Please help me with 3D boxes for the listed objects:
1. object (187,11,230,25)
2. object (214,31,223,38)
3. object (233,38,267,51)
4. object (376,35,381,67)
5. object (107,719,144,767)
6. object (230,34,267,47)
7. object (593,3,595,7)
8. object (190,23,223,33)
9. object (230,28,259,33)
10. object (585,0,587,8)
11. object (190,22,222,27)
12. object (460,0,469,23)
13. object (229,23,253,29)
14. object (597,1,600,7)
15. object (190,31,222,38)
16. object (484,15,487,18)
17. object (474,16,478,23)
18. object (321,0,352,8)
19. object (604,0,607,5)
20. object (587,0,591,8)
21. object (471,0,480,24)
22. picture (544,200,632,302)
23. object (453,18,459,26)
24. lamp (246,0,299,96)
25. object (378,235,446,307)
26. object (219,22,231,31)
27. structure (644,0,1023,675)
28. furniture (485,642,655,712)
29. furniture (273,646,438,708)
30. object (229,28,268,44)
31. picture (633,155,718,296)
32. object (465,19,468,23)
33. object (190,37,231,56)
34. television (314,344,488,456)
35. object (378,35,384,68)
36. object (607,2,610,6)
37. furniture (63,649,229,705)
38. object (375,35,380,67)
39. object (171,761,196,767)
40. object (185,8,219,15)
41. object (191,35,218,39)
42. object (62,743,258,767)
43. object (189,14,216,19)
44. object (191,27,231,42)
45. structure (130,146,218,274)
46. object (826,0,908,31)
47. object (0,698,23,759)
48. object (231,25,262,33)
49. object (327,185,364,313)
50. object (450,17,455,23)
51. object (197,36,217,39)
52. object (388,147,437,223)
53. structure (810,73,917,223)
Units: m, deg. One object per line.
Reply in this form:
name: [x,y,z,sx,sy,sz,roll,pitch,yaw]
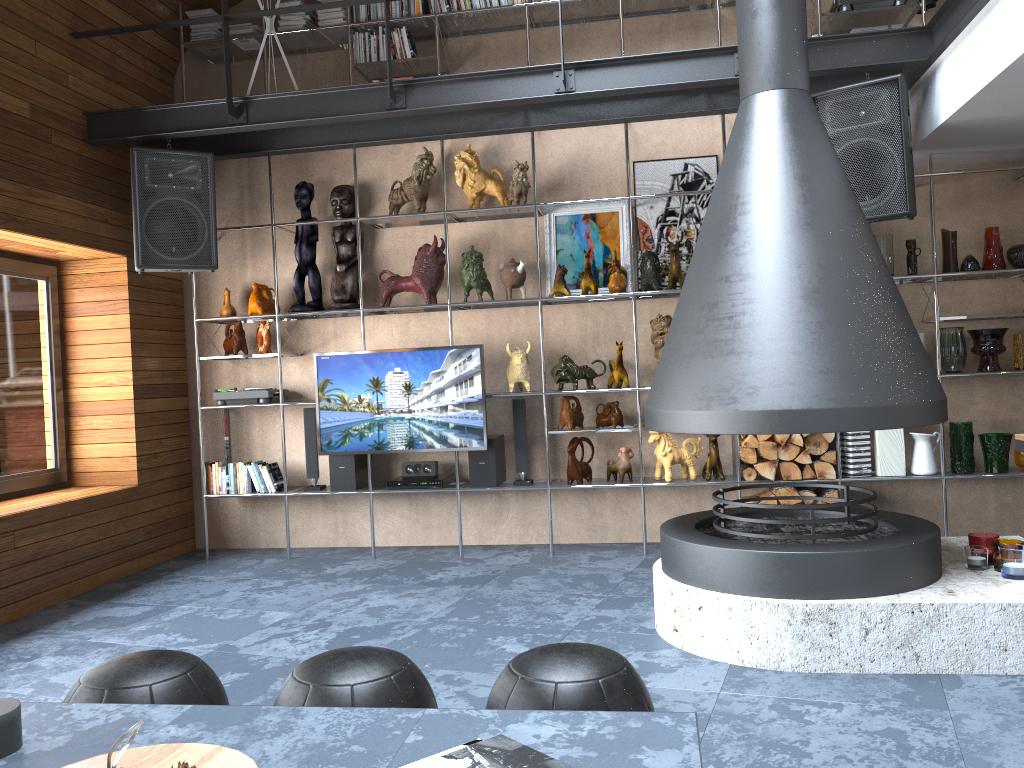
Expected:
object: [-1.992,-2.393,5.842,0.182,0.016,0.246,-3,1,9]
object: [-1.989,-2.280,5.861,0.161,0.012,0.216,-3,1,9]
object: [-1.726,-2.229,5.804,0.161,0.012,0.201,-3,1,9]
object: [-0.835,-2.102,5.623,0.011,0.175,0.111,-3,0,9]
object: [-0.601,0.599,1.331,0.105,0.172,0.118,-3,1,-28]
object: [-1.728,-2.242,5.820,0.159,0.012,0.226,-3,1,9]
object: [0.477,-2.433,5.423,0.050,0.212,0.130,-3,0,9]
object: [-1.971,-2.313,5.840,0.182,0.016,0.246,-3,1,9]
object: [-1.723,-2.280,5.802,0.161,0.013,0.201,-3,1,9]
object: [0.431,-2.431,5.440,0.053,0.214,0.153,-3,0,9]
object: [-1.972,-2.328,5.840,0.182,0.016,0.246,-3,1,9]
object: [-0.306,-2.377,5.588,0.042,0.180,0.131,-3,0,9]
object: [-1.734,-2.308,5.797,0.161,0.013,0.203,-3,1,9]
object: [0.507,-2.421,5.425,0.046,0.185,0.119,-3,0,9]
object: [-1.985,-2.268,5.845,0.159,0.012,0.243,-3,1,9]
object: [-0.190,-2.391,5.520,0.044,0.196,0.124,-3,0,9]
object: [-0.247,-2.380,5.578,0.041,0.177,0.127,-3,0,9]
object: [-1.116,-2.423,5.720,0.161,0.013,0.217,-3,1,9]
object: [0.547,-2.428,5.410,0.047,0.187,0.135,-3,0,9]
object: [0.449,-2.424,5.429,0.053,0.202,0.120,-3,0,9]
object: [-0.233,-2.390,5.585,0.047,0.201,0.137,-3,0,9]
picture: [0.482,-0.847,5.635,0.544,0.625,0.136,-3,0,9]
object: [-0.377,-2.400,5.602,0.061,0.235,0.140,-3,0,9]
lamp: [-1.430,-2.120,5.240,0.475,1.002,0.475,-2,1,33]
object: [-0.624,-0.704,5.618,0.462,0.440,0.219,-3,0,9]
object: [-1.974,-2.351,5.837,0.180,0.028,0.252,-3,1,9]
structure: [1.312,-1.844,3.663,1.689,5.700,1.197,-3,0,9]
furniture: [0.137,0.847,2.062,0.402,0.462,0.401,-2,1,24]
furniture: [-0.370,0.870,2.111,0.401,0.462,0.402,-2,1,29]
object: [-1.720,-2.262,5.815,0.176,0.025,0.262,-3,1,9]
picture: [1.040,-0.993,5.570,0.529,0.863,0.090,-3,0,9]
object: [-0.306,-2.377,5.588,0.041,0.177,0.127,-3,0,9]
object: [-1.982,-2.224,5.846,0.176,0.025,0.234,-3,1,9]
television: [-0.680,0.102,5.458,1.075,0.638,0.115,-3,0,10]
object: [-0.824,-2.104,5.630,0.009,0.177,0.112,-3,0,9]
object: [0.563,-2.446,5.408,0.061,0.235,0.140,-3,0,9]
furniture: [-0.894,0.894,2.162,0.402,0.462,0.401,-3,1,-41]
object: [-0.844,-2.102,5.627,0.009,0.178,0.112,-3,0,9]
object: [-0.526,0.641,1.435,0.063,0.061,0.061,-3,0,9]
object: [-2.003,-2.408,5.844,0.182,0.016,0.246,-3,1,9]
object: [-1.990,-2.255,5.860,0.161,0.013,0.218,-3,1,9]
object: [-0.586,0.657,1.348,0.395,0.061,0.395,-3,1,2]
object: [-1.989,-2.374,5.850,0.174,0.021,0.233,-3,1,9]
object: [-1.982,-2.295,5.855,0.167,0.017,0.224,-3,1,9]
structure: [-2.047,-1.016,5.296,0.461,0.735,0.488,-3,1,-31]
object: [2.083,-2.204,5.223,0.404,0.114,0.320,-3,1,9]
object: [-1.011,0.664,1.697,0.126,0.081,0.126,-3,1,-18]
object: [-1.706,-2.294,5.817,0.182,0.016,0.228,-3,1,9]
object: [-1.090,-0.886,5.768,0.237,0.840,0.305,-3,0,12]
object: [-0.399,-2.385,5.564,0.051,0.202,0.145,-3,0,9]
object: [-1.980,-2.243,5.860,0.161,0.013,0.216,-3,1,9]
object: [-0.641,-1.278,5.688,0.328,0.442,0.207,-3,0,2]
structure: [1.874,-1.192,4.651,0.460,0.744,0.506,-2,1,35]
